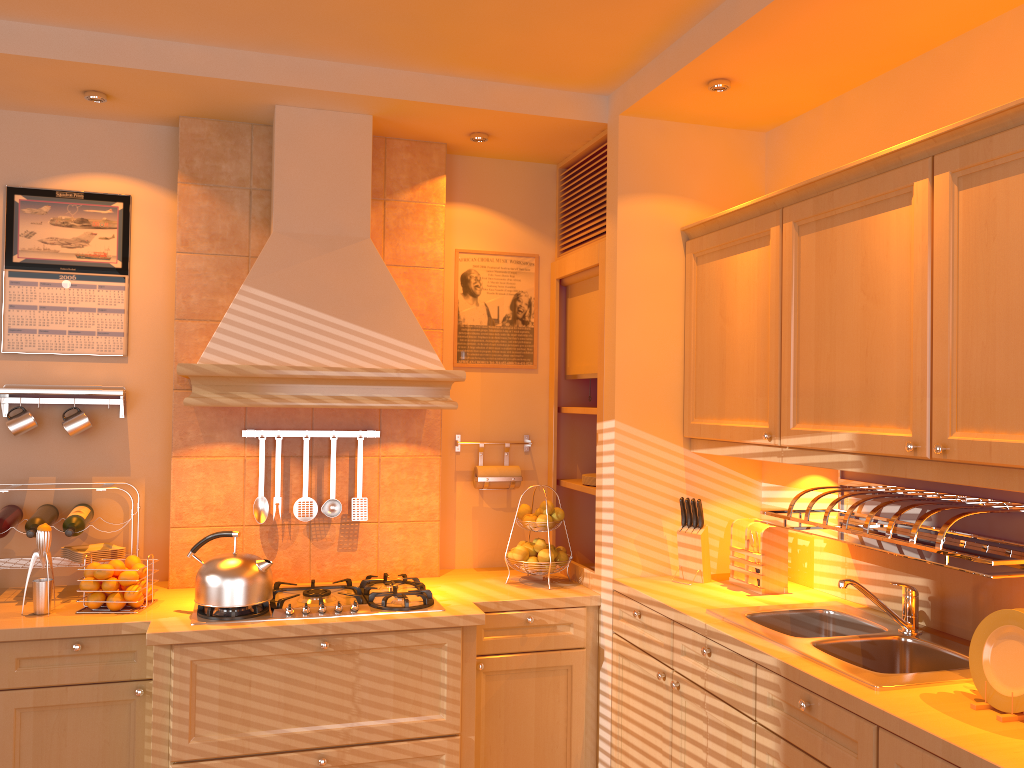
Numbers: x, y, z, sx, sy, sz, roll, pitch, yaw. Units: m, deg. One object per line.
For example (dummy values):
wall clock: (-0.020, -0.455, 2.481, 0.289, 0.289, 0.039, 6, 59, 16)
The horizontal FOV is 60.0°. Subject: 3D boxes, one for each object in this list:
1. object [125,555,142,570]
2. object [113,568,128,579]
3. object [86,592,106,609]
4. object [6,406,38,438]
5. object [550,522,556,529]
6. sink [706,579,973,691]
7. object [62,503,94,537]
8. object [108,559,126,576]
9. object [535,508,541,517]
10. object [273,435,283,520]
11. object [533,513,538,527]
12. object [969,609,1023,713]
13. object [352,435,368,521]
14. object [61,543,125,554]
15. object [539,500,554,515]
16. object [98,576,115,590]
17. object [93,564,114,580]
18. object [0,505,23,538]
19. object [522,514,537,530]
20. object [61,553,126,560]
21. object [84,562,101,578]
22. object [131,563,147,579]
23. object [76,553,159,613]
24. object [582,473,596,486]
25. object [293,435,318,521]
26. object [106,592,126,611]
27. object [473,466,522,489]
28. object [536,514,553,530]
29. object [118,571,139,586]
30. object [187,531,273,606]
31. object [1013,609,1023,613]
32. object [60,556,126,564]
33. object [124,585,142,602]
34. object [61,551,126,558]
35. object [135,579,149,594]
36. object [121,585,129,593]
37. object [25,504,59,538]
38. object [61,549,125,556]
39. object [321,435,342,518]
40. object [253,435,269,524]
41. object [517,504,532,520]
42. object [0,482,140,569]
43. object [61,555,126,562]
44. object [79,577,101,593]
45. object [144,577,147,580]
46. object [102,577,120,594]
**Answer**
object: (-1.280, 0.609, 2.997, 0.059, 0.060, 0.050, 0, -1, 32)
object: (-1.306, 0.638, 2.967, 0.061, 0.051, 0.055, 0, -1, 27)
object: (-1.342, 0.697, 2.864, 0.052, 0.057, 0.060, 0, -1, 35)
object: (-1.743, 0.135, 3.156, 0.103, 0.111, 0.066, 1, -1, -24)
object: (0.145, 0.533, 3.442, 0.058, 0.059, 0.058, 1, -1, 14)
sink: (0.905, 0.684, 2.352, 0.465, 0.336, 0.746, 1, -1, -17)
object: (-1.526, 0.480, 3.107, 0.076, 0.095, 0.282, 1, -1, -17)
object: (-1.304, 0.605, 2.924, 0.063, 0.053, 0.051, 0, -1, 34)
object: (0.114, 0.498, 3.439, 0.050, 0.051, 0.051, 1, -1, 7)
object: (-0.866, 0.349, 3.282, 0.028, 0.319, 0.006, 1, -1, -17)
object: (0.095, 0.533, 3.475, 0.057, 0.056, 0.051, 0, -1, 33)
object: (1.015, 0.564, 1.811, 0.049, 0.200, 0.205, 1, -1, -16)
object: (-0.576, 0.357, 3.365, 0.061, 0.323, 0.020, 1, -1, -17)
object: (-1.471, 0.581, 3.119, 0.172, 0.011, 0.163, 0, -1, 42)
object: (0.134, 0.474, 3.393, 0.055, 0.059, 0.058, 0, -1, 29)
object: (-1.338, 0.649, 2.916, 0.051, 0.053, 0.064, 0, -1, 36)
object: (-1.319, 0.607, 2.866, 0.063, 0.051, 0.053, 1, -1, -10)
object: (-1.747, 0.475, 3.039, 0.076, 0.095, 0.282, 1, -1, -17)
object: (0.071, 0.532, 3.421, 0.064, 0.058, 0.063, 0, -1, 39)
object: (-1.472, 0.601, 3.119, 0.172, 0.011, 0.163, 0, -1, 42)
object: (-1.365, 0.611, 2.892, 0.057, 0.060, 0.052, 0, -1, 21)
object: (-1.238, 0.622, 2.944, 0.051, 0.053, 0.063, 2, -2, -44)
object: (-1.299, 0.648, 2.932, 0.207, 0.174, 0.189, 1, -1, -2)
object: (0.392, 0.387, 3.563, 0.222, 0.039, 0.222, 1, -1, 0)
object: (-0.768, 0.351, 3.307, 0.090, 0.320, 0.017, 1, -1, -17)
object: (-1.283, 0.704, 2.877, 0.064, 0.063, 0.074, 2, -1, -37)
object: (-0.062, 0.384, 3.654, 0.186, 0.094, 0.096, 1, -1, -17)
object: (0.124, 0.525, 3.383, 0.064, 0.063, 0.063, 1, -1, 0)
object: (-1.248, 0.632, 2.887, 0.061, 0.052, 0.053, 2, -2, -44)
object: (-0.904, 0.585, 2.876, 0.251, 0.215, 0.242, 2, -1, -30)
object: (1.042, 0.564, 1.818, 0.049, 0.200, 0.205, 1, -1, -16)
object: (-1.472, 0.614, 3.118, 0.172, 0.011, 0.163, 0, -1, 42)
object: (-1.227, 0.678, 2.871, 0.052, 0.054, 0.061, 1, -1, 10)
object: (-1.472, 0.594, 3.119, 0.172, 0.011, 0.163, 0, -1, 42)
object: (-1.233, 0.672, 2.940, 0.051, 0.055, 0.061, 1, -1, 12)
object: (-1.262, 0.668, 2.931, 0.062, 0.053, 0.051, 0, -1, 41)
object: (-1.637, 0.478, 3.073, 0.076, 0.095, 0.282, 1, -1, -17)
object: (-1.472, 0.588, 3.119, 0.172, 0.011, 0.163, 0, -1, 42)
object: (-0.682, 0.348, 3.352, 0.077, 0.309, 0.037, 1, -1, -18)
object: (-0.919, 0.350, 3.255, 0.055, 0.323, 0.028, 1, -1, -17)
object: (0.048, 0.501, 3.468, 0.061, 0.064, 0.063, 1, -1, -8)
object: (-1.586, 0.544, 3.095, 0.572, 0.379, 0.221, 1, -1, -17)
object: (-1.472, 0.607, 3.118, 0.172, 0.011, 0.163, 0, -1, 42)
object: (-1.362, 0.650, 2.863, 0.063, 0.051, 0.053, 1, -1, 2)
object: (-1.261, 0.658, 2.993, 0.053, 0.054, 0.061, 1, -1, -11)
object: (-1.300, 0.653, 2.873, 0.052, 0.053, 0.062, 1, -1, 5)
